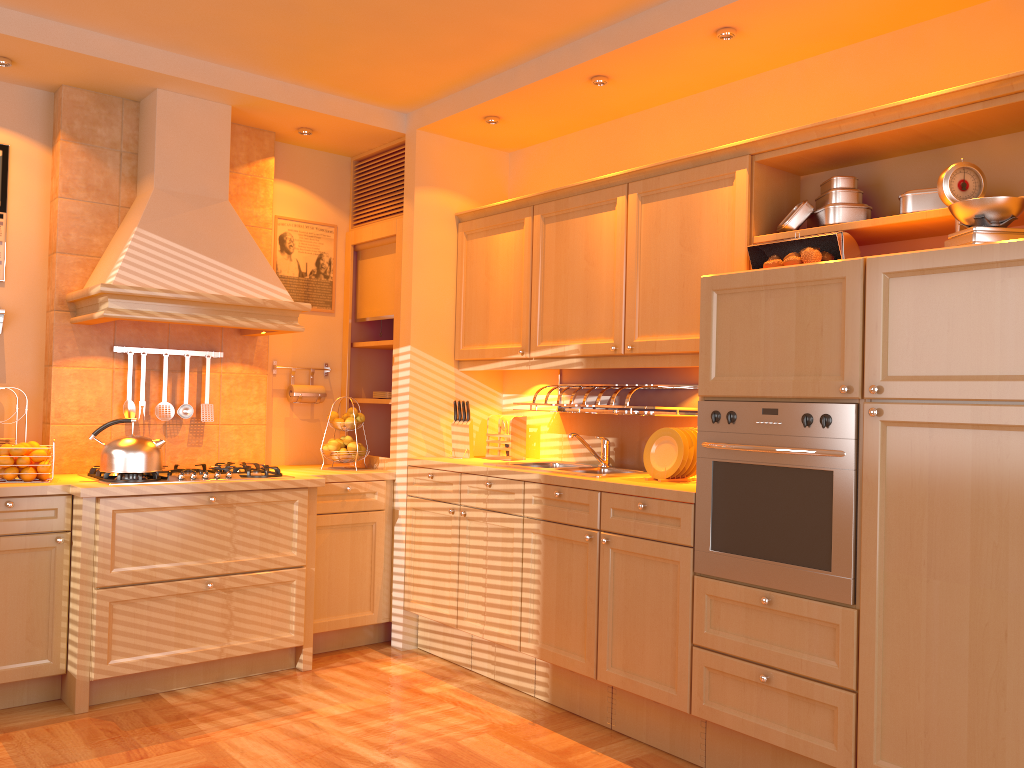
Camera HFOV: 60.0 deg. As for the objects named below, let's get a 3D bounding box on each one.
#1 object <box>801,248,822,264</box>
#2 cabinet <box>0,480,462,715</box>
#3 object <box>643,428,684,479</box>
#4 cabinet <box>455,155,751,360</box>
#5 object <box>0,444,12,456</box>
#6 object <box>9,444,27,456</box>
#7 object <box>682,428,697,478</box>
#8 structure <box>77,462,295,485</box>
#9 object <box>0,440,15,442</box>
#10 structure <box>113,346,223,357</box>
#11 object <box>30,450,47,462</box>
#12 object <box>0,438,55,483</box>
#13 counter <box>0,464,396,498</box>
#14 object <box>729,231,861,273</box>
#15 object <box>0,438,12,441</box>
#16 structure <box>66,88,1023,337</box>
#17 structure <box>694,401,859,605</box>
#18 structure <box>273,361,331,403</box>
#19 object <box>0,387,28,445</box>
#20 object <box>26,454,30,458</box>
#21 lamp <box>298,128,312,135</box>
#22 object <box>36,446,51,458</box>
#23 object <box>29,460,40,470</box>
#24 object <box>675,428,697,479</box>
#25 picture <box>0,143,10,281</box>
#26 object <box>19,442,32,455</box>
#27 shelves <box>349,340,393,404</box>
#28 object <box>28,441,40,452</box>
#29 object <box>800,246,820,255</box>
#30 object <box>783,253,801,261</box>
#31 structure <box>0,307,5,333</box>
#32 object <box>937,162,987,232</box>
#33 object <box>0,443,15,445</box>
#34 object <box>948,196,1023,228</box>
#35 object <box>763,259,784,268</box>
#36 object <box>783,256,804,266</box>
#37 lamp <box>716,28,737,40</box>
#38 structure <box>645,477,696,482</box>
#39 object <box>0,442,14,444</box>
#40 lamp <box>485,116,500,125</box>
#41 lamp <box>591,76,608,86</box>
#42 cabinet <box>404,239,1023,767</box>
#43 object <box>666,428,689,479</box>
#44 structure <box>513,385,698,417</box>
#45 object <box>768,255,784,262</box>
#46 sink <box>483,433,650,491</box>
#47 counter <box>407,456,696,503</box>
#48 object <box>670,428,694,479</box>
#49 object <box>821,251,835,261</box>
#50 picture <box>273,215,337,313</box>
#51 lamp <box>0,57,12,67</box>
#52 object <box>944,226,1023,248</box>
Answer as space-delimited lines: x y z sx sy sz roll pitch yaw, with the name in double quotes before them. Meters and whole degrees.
"object" 0.969 -0.410 2.869 0.066 0.064 0.045 1 -1 12
"cabinet" -1.254 0.877 3.978 2.850 0.840 1.141 2 -1 -39
"object" 0.588 0.269 3.443 0.049 0.200 0.205 2 -1 -38
"cabinet" 0.407 -0.473 4.006 0.332 0.712 1.792 2 -1 -39
"object" -2.024 0.268 3.547 0.057 0.060 0.052 1 -1 -1
"object" -1.972 0.266 3.541 0.063 0.051 0.053 2 -1 -32
"object" 0.678 0.273 3.509 0.049 0.200 0.205 2 -1 -38
"structure" -1.447 0.391 3.962 0.797 0.051 0.494 2 -1 -39
"object" -2.208 0.241 3.717 0.172 0.011 0.163 1 -1 20
"structure" -1.612 -0.151 4.185 0.506 0.024 0.009 2 -1 -39
"object" -1.915 0.291 3.587 0.053 0.052 0.061 1 -1 24
"object" -1.979 0.306 3.609 0.207 0.174 0.189 2 -1 -24
"counter" -1.593 0.429 3.940 2.250 0.038 0.770 2 -1 -39
"object" 0.958 -0.428 2.979 0.280 0.123 0.400 2 -1 -39
"object" -2.208 0.234 3.717 0.172 0.011 0.163 1 -1 20
"structure" 0.013 -0.709 3.346 4.091 1.148 1.061 1 -1 25
"structure" 0.798 0.348 2.788 0.066 0.583 0.576 2 -1 -39
"structure" -1.106 -0.008 4.754 0.320 0.220 0.126 2 -1 -39
"object" -2.304 0.196 3.652 0.572 0.379 0.221 2 -1 -39
"object" -1.998 0.295 3.639 0.061 0.051 0.055 1 -1 5
"lamp" -1.048 -1.278 4.496 0.070 0.021 0.070 1 -1 34
"object" -1.926 0.280 3.644 0.063 0.053 0.051 1 -1 24
"object" -1.945 0.326 3.622 0.062 0.053 0.051 1 -1 19
"object" 0.656 0.272 3.492 0.049 0.200 0.205 2 -1 -38
"picture" -2.387 -0.760 3.778 0.417 0.605 0.009 2 -1 -39
"object" -1.980 0.263 3.600 0.063 0.053 0.051 1 -1 12
"shelves" -0.529 0.129 4.921 0.582 0.702 0.600 2 -1 -39
"object" -1.985 0.266 3.676 0.059 0.060 0.050 1 -1 10
"object" 0.985 -0.434 2.931 0.061 0.047 0.063 1 -1 9
"object" 0.938 -0.409 2.959 0.065 0.056 0.056 1 -1 35
"structure" -2.379 -0.287 3.747 0.405 0.118 0.069 2 -1 -39
"object" 1.304 -0.506 2.571 0.134 0.271 0.039 2 -1 -5
"object" -2.208 0.254 3.717 0.172 0.011 0.163 1 -1 20
"object" 1.313 -0.458 2.448 0.199 0.075 0.199 1 -1 20
"object" 0.877 -0.398 2.965 0.069 0.034 0.066 2 -1 -21
"object" 0.921 -0.400 2.903 0.062 0.036 0.065 2 -1 -26
"lamp" 0.771 -1.257 3.189 0.070 0.021 0.070 1 -1 11
"structure" 0.628 0.372 3.469 0.219 0.010 0.084 2 -1 -36
"object" -2.208 0.248 3.717 0.172 0.011 0.163 1 -1 20
"lamp" -0.094 -1.259 4.240 0.070 0.021 0.070 1 -1 11
"lamp" 0.365 -1.258 3.686 0.070 0.021 0.070 1 -1 0
"cabinet" 0.650 0.485 3.431 0.625 1.700 3.000 2 -1 -39
"object" 0.611 0.270 3.459 0.049 0.200 0.205 2 -1 -38
"structure" 0.406 0.070 4.006 0.300 0.126 0.900 2 -1 -39
"object" 0.901 -0.411 3.051 0.069 0.064 0.055 2 -1 -35
"sink" 0.280 0.382 3.903 0.465 0.336 0.746 2 -1 -39
"counter" 0.281 0.396 3.905 0.600 0.038 1.800 2 -1 -39
"object" 0.633 0.271 3.476 0.049 0.200 0.205 2 -1 -38
"object" 1.035 -0.409 2.928 0.066 0.058 0.065 0 -1 43
"picture" -1.122 -0.645 4.816 0.366 0.491 0.007 2 -1 -39
"lamp" -2.093 -1.321 3.640 0.070 0.021 0.070 1 -1 34
"object" 1.312 -0.394 2.447 0.179 0.053 0.156 2 -1 -5
